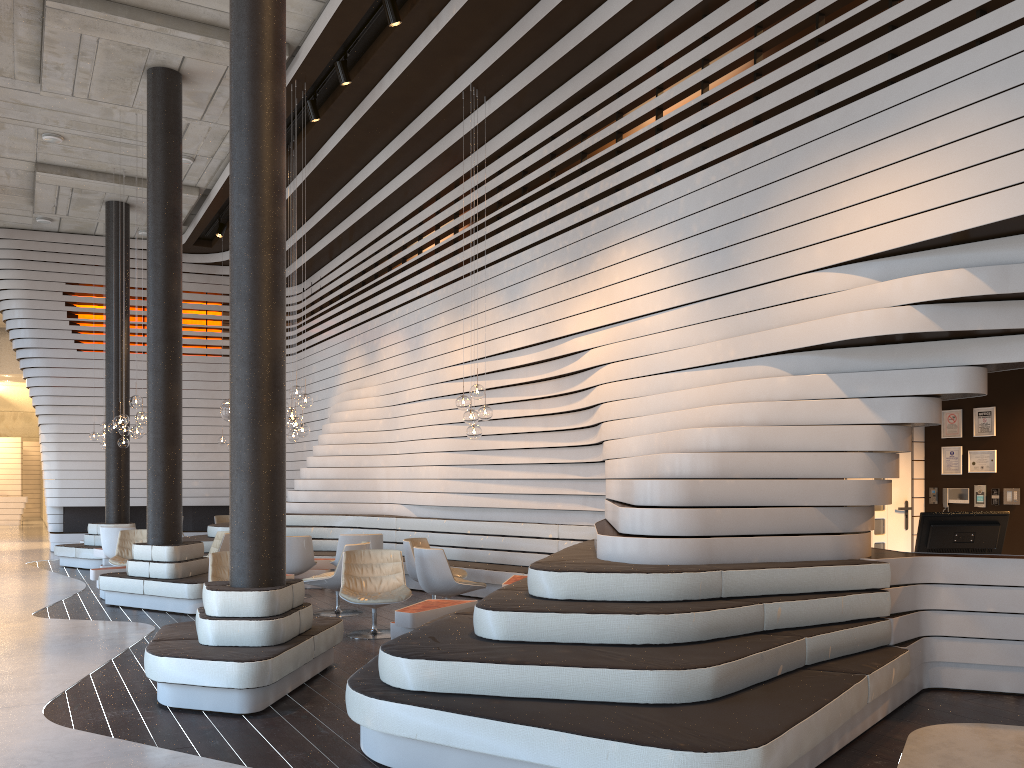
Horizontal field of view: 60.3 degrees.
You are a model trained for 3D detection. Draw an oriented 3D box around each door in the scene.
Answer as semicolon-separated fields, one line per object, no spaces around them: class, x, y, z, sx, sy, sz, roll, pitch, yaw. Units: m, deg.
door;3.439;1.291;8.291;0.966;2.103;0.164;1;0;-29

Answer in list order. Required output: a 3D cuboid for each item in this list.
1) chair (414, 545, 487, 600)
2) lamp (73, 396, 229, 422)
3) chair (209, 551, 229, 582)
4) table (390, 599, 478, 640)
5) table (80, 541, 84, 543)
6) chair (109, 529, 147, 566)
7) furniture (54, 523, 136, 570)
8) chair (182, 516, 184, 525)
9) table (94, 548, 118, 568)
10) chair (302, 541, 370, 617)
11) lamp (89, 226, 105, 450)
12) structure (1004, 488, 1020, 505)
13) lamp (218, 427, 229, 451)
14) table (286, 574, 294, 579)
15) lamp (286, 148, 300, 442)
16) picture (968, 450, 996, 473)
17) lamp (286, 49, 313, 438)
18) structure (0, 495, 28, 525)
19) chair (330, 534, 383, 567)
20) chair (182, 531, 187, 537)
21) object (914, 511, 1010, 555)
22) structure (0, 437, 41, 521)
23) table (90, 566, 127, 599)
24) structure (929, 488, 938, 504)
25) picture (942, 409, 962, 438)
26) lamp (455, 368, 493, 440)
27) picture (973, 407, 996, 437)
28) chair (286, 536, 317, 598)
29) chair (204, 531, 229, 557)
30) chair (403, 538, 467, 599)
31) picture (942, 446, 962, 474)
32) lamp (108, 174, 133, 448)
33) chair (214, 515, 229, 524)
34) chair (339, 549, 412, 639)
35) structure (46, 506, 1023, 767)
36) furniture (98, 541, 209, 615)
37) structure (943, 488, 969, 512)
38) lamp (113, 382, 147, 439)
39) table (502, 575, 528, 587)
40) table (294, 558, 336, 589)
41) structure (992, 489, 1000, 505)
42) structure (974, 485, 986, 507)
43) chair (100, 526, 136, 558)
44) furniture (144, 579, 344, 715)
chair;-0.644;2.028;8.969;0.707;0.765;0.661;2;-3;-30
lamp;1.611;-2.299;3.400;8.998;4.603;42.276;3;-7;-29
chair;-2.442;1.930;8.064;0.654;0.765;0.716;1;-3;-28
table;-0.715;2.070;7.529;0.416;0.369;0.904;-2;-6;33
table;-7.252;2.953;15.692;0.416;0.369;0.903;-3;-6;38
chair;-4.914;2.312;11.590;0.655;0.765;0.715;1;-3;-11
furniture;-6.821;2.658;14.568;1.270;0.720;1.787;3;-6;-33
chair;-6.419;2.812;16.214;0.707;0.765;0.661;1;-3;-27
table;-5.977;2.728;13.616;0.902;0.370;0.416;2;-4;-21
chair;-1.882;2.083;9.478;0.712;0.765;0.657;-1;-3;11
lamp;-7.415;-1.116;15.966;0.276;4.622;0.542;0;0;20
structure;4.423;0.994;7.800;0.021;0.142;0.143;0;-3;-29
lamp;-5.190;-1.070;16.376;0.544;4.669;0.294;0;0;-4
table;-2.682;2.301;9.666;0.414;0.369;0.909;0;-5;8
lamp;-3.048;-1.537;12.066;0.292;4.669;0.547;0;0;-34
picture;4.285;0.706;8.040;0.014;0.201;0.264;0;-3;-29
lamp;-2.490;-1.747;10.204;0.308;4.735;0.665;0;0;-21
structure;-17.926;4.243;30.043;7.550;0.895;2.544;-5;-7;39
chair;-1.955;2.266;11.165;0.654;0.765;0.716;1;-3;-22
chair;-5.642;2.719;15.349;0.708;0.765;0.661;1;-3;-25
object;3.273;1.200;6.453;0.597;0.553;0.369;-1;-2;12
structure;-19.228;3.465;31.955;4.515;2.860;5.865;2;-6;-29
table;-4.692;2.424;10.801;0.902;0.370;0.417;4;-5;-36
structure;4.052;1.074;8.474;0.009;0.155;0.086;0;-1;-29
picture;4.139;0.375;8.300;0.014;0.262;0.203;0;-2;-29
lamp;-0.435;-1.748;9.430;0.334;4.708;0.530;0;0;23
picture;4.296;0.345;8.020;0.014;0.262;0.203;0;-2;-29
chair;-2.735;2.230;10.832;0.655;0.765;0.714;0;-3;-9
chair;-3.914;2.274;11.243;0.707;0.765;0.661;1;-3;-26
chair;-0.875;2.137;9.973;0.712;0.765;0.657;-1;-3;15
picture;4.139;0.720;8.300;0.014;0.262;0.203;0;-2;-29
lamp;-5.903;-1.327;13.491;0.276;4.622;0.542;0;0;22
chair;-5.181;2.835;16.429;0.715;0.765;0.654;-2;-3;34
chair;-1.276;1.944;8.194;0.655;0.765;0.715;1;-3;-13
structure;-2.379;2.300;12.220;5.750;0.925;18.367;4;-7;-32
furniture;-3.715;2.178;10.140;1.783;0.721;1.273;-3;-6;31
structure;4.162;1.104;8.271;0.026;0.253;0.259;0;-3;-31
lamp;-4.763;-1.636;11.146;0.541;4.669;0.295;0;0;-44
table;0.161;2.273;9.404;0.414;0.369;0.909;0;-5;8
table;-2.759;2.529;11.769;0.906;0.370;0.415;0;-3;4
structure;4.351;1.015;7.930;0.019;0.146;0.063;0;-1;-29
structure;4.281;1.025;8.063;0.012;0.201;0.105;0;-1;-29
chair;-5.655;2.454;12.903;0.657;0.765;0.712;0;-3;8
furniture;-2.009;1.751;6.193;1.276;0.720;1.778;-1;-5;6
